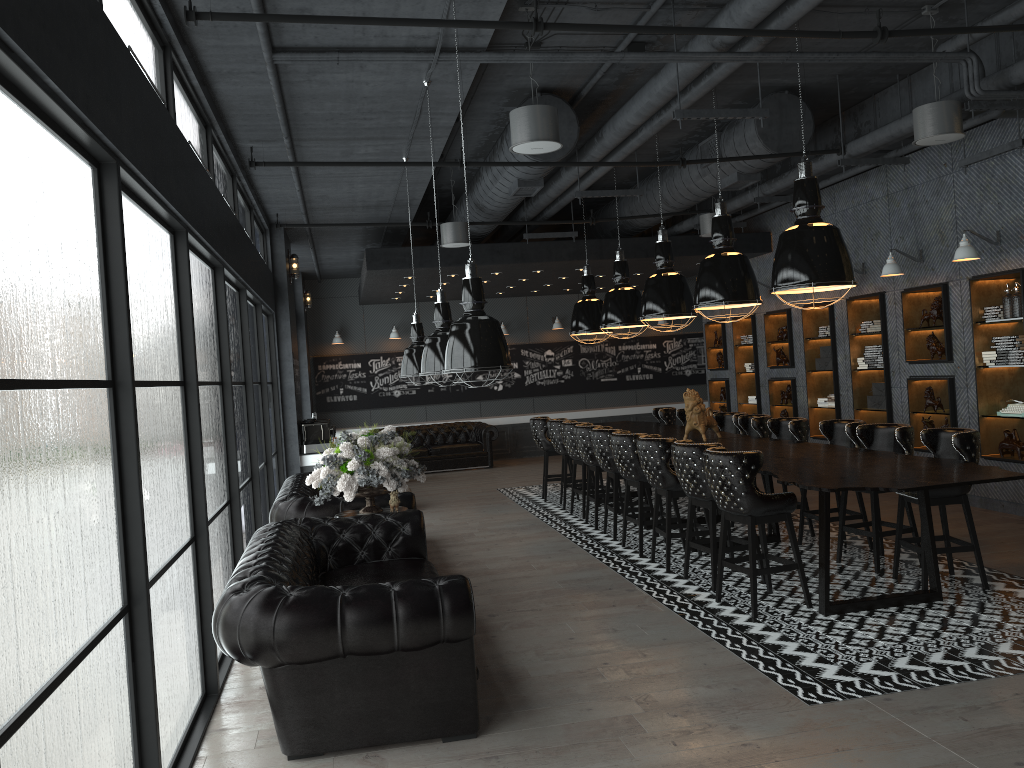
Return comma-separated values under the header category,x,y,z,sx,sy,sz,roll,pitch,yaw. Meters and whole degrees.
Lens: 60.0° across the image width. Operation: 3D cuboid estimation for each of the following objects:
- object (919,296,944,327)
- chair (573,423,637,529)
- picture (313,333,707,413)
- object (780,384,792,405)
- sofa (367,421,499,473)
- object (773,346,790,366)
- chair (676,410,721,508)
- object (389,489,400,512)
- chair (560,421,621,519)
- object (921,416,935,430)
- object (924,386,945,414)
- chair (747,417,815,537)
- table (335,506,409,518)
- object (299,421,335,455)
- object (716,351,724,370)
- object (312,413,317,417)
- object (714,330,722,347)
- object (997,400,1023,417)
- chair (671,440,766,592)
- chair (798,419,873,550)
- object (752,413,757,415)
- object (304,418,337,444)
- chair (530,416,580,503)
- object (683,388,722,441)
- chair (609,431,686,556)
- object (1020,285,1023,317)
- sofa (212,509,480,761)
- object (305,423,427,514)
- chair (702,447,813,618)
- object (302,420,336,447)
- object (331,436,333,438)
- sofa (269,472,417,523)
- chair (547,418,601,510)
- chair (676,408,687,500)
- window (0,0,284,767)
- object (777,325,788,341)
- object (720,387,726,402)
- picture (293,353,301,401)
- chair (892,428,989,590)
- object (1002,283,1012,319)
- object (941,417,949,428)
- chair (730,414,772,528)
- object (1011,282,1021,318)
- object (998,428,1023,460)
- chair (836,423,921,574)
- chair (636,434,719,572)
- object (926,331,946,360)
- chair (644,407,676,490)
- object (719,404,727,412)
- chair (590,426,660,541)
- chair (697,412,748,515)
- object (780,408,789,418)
category,x,y,z,sx,sy,sz,roll,pitch,yaw
object,4.593,-0.792,9.690,0.152,0.325,0.292,-4,1,-13
chair,0.980,0.976,9.620,0.568,1.092,0.504,-4,0,-8
picture,2.184,-0.411,18.850,12.467,1.103,0.200,-4,0,-11
object,4.009,0.150,13.006,0.143,0.306,0.317,-4,1,-16
sofa,-1.576,1.186,16.409,2.566,0.838,1.239,-4,1,-11
object,3.956,-0.405,12.975,0.154,0.309,0.324,-4,1,-6
chair,2.248,0.875,10.580,0.568,1.092,0.504,-4,0,-20
object,-0.887,0.887,6.716,0.086,0.183,0.136,-4,0,-4
chair,0.877,0.973,10.316,0.568,1.092,0.504,-4,0,-14
object,4.658,0.538,9.812,0.168,0.359,0.266,-4,0,-18
object,4.600,0.169,9.684,0.135,0.294,0.256,-4,0,-3
chair,2.567,0.884,8.457,0.568,1.092,0.504,-4,0,-9
table,-1.054,1.345,6.827,0.572,0.726,0.572,-3,1,43
object,-2.548,0.703,11.781,0.503,0.426,0.335,-4,0,-11
object,3.574,-0.410,15.068,0.155,0.329,0.236,-4,0,-6
object,-3.211,0.507,14.403,0.074,0.073,0.074,-4,1,20
object,3.510,-0.778,15.082,0.097,0.290,0.290,-4,1,-12
object,5.037,0.219,8.657,0.484,0.149,0.535,-4,1,-12
chair,1.547,0.977,6.828,0.568,1.092,0.504,-4,0,-17
chair,2.833,0.876,7.763,0.568,1.092,0.504,-4,0,-9
object,3.948,0.577,14.048,0.314,0.251,0.157,-4,0,5
object,-2.739,0.701,12.781,0.503,0.426,0.335,-4,0,-11
chair,0.550,0.975,11.721,0.568,1.092,0.504,-4,0,-2
object,1.889,0.300,8.819,0.249,0.545,0.475,-4,1,42
chair,1.218,0.980,8.181,0.568,1.092,0.504,-4,0,-13
object,4.835,-0.800,8.332,0.109,0.349,0.109,-4,0,-41
sofa,-0.969,1.305,5.182,1.239,0.838,2.566,-4,1,-11
object,-1.100,0.653,6.853,0.847,0.663,0.875,-4,1,20
chair,1.636,0.981,6.100,0.568,1.092,0.504,-4,0,-18
object,-2.645,0.702,12.288,0.503,0.426,0.335,-4,0,-11
object,-2.896,0.829,14.211,0.074,0.073,0.074,-4,1,9
sofa,-1.584,1.301,8.397,1.239,0.838,2.566,-4,1,-11
chair,0.754,0.971,11.021,0.568,1.092,0.504,-4,0,-2
chair,2.211,0.868,11.271,0.568,1.092,0.504,-4,0,-14
window,-2.021,-0.076,5.930,0.120,3.729,20.794,-4,1,-11
object,3.954,-0.742,12.937,0.138,0.222,0.278,-4,1,-11
object,3.653,0.169,15.134,0.253,0.249,0.126,-4,1,-36
picture,-2.986,-0.093,12.154,0.086,0.634,1.389,-4,1,-11
chair,3.063,0.880,6.346,0.568,1.092,0.504,-4,0,-2
object,4.793,-0.801,8.559,0.109,0.349,0.109,-4,0,34
object,4.738,0.533,9.564,0.198,0.358,0.116,-4,0,19
chair,2.445,0.882,9.208,0.568,1.092,0.504,-4,0,-3
object,4.815,-0.800,8.446,0.109,0.349,0.109,-4,0,-26
object,4.875,0.581,8.588,0.164,0.303,0.341,-4,1,-6
chair,2.922,0.880,7.051,0.568,1.092,0.504,-4,0,-18
chair,1.373,0.979,7.511,0.568,1.092,0.504,-4,0,-7
object,4.625,-0.408,9.635,0.159,0.338,0.242,-4,0,-6
chair,1.970,0.874,11.982,0.568,1.092,0.504,-4,0,-2
object,3.633,0.525,15.107,0.170,0.362,0.268,-4,0,-18
chair,1.103,0.977,8.919,0.568,1.092,0.504,-4,0,-6
chair,2.380,0.876,9.888,0.568,1.092,0.504,-4,0,-16
object,4.016,0.555,12.941,0.177,0.388,0.338,-4,0,-3
